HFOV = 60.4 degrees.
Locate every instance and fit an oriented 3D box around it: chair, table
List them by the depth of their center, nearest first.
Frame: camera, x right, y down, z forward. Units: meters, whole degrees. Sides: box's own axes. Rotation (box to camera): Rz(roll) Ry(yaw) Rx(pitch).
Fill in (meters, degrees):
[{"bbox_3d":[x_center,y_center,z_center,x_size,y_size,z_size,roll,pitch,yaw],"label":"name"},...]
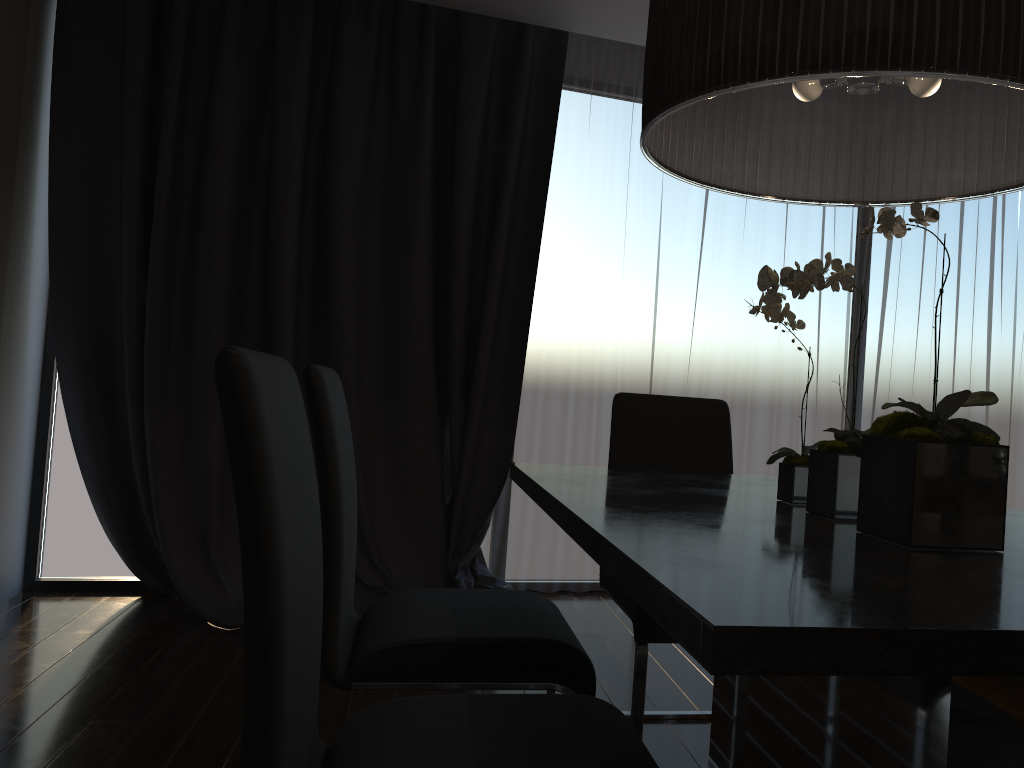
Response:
[{"bbox_3d":[-0.069,0.461,1.097,0.584,0.965,0.419,4,-2,-10],"label":"chair"},{"bbox_3d":[0.571,0.615,1.587,1.060,0.760,1.572,4,-1,-8],"label":"table"},{"bbox_3d":[-0.142,0.464,1.782,0.584,0.965,0.419,4,-2,-10],"label":"chair"},{"bbox_3d":[0.485,0.516,2.430,0.436,0.965,0.561,4,-1,-8],"label":"chair"}]

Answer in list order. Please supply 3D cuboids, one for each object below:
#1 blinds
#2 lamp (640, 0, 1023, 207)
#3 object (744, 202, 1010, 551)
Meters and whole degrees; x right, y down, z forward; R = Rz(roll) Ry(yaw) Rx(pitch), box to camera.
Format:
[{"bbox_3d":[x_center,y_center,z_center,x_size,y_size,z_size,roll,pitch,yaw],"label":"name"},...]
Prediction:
[{"bbox_3d":[1.849,-0.321,4.522,7.743,2.895,0.723,4,-2,-19],"label":"blinds"},{"bbox_3d":[0.672,-0.964,1.618,0.785,1.103,0.822,4,-1,15],"label":"lamp"},{"bbox_3d":[0.559,-0.021,1.499,0.318,0.501,0.560,4,-1,-11],"label":"object"}]
